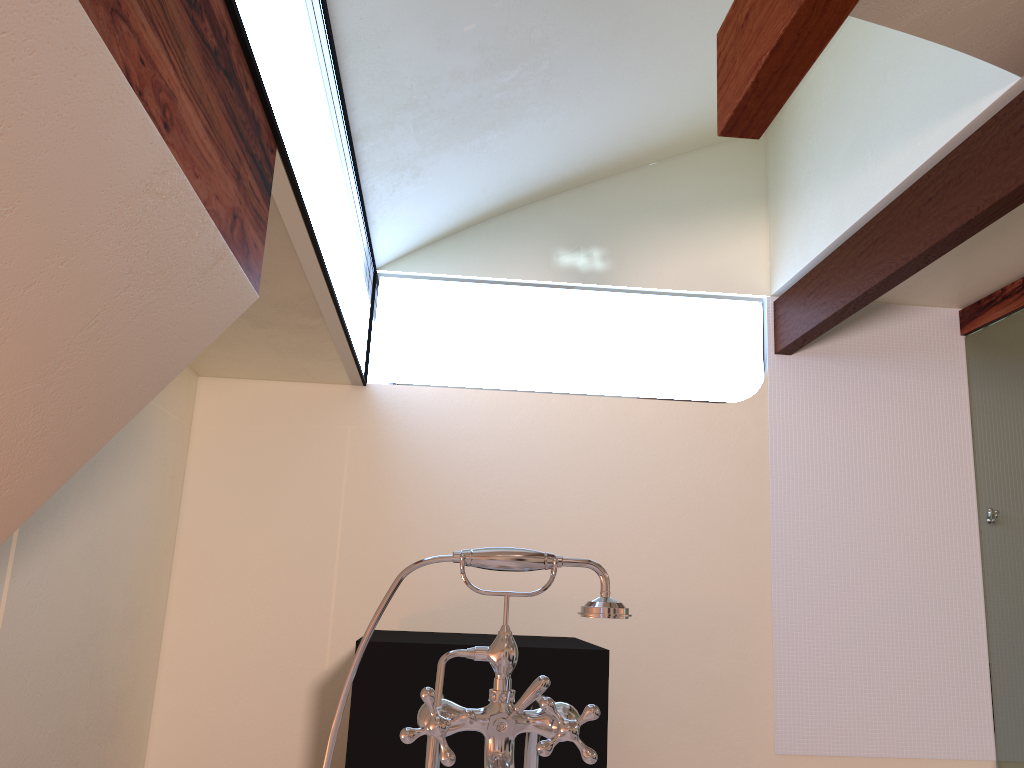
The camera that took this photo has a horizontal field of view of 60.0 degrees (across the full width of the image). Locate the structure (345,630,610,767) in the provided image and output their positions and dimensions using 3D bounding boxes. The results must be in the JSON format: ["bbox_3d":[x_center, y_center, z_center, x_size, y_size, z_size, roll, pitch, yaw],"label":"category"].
[{"bbox_3d":[-0.148,1.510,3.330,0.869,0.853,0.807,4,-13,-4],"label":"structure"}]

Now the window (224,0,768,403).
[{"bbox_3d":[0.421,-0.670,2.845,2.107,0.670,3.548,4,-14,-4],"label":"window"}]

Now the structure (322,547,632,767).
[{"bbox_3d":[-0.034,0.820,1.203,0.384,1.110,0.558,0,-13,10],"label":"structure"}]
